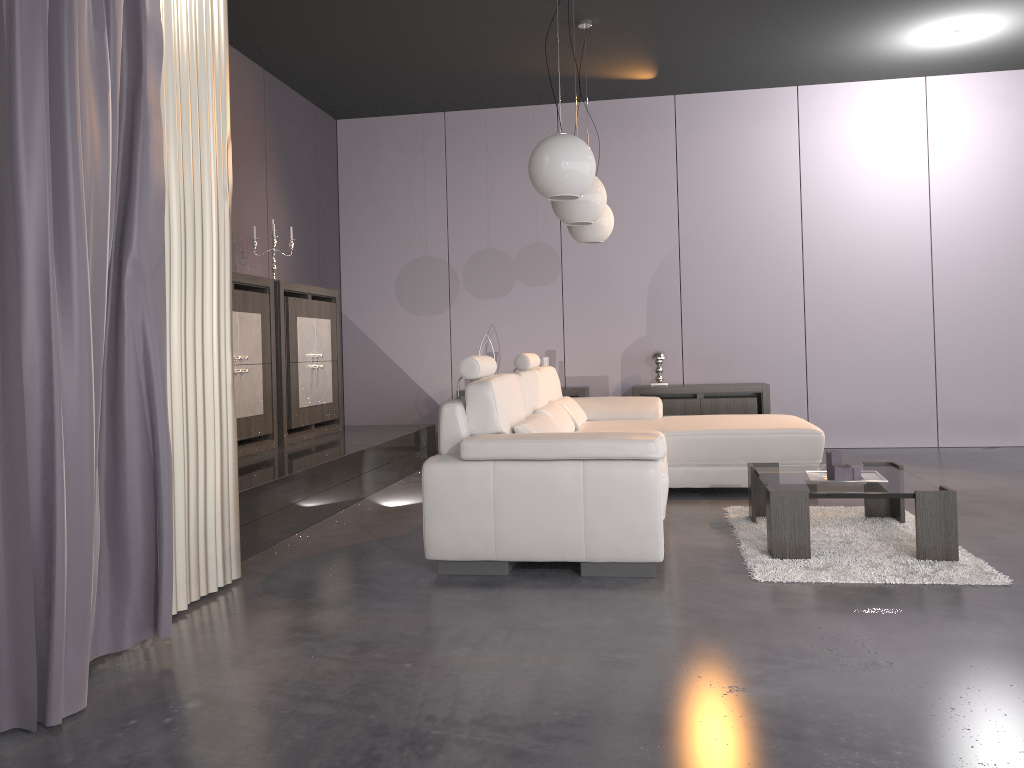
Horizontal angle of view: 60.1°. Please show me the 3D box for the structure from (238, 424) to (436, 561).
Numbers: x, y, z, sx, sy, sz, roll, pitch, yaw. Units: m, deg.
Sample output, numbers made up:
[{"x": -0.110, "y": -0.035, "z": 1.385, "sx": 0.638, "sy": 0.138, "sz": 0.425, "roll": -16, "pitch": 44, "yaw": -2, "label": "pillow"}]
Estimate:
[{"x": -1.823, "y": 0.666, "z": 2.921, "sx": 1.000, "sy": 0.300, "sz": 8.777, "roll": -1, "pitch": 2, "yaw": 9, "label": "structure"}]

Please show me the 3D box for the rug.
[{"x": 1.447, "y": 0.679, "z": 3.916, "sx": 0.916, "sy": 0.023, "sz": 1.527, "roll": -1, "pitch": 2, "yaw": 9, "label": "rug"}]

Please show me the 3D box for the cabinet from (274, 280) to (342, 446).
[{"x": -1.555, "y": -0.154, "z": 6.288, "sx": 0.411, "sy": 1.075, "sz": 1.072, "roll": -2, "pitch": 1, "yaw": 9, "label": "cabinet"}]

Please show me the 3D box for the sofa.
[{"x": 0.778, "y": 0.247, "z": 4.729, "sx": 1.868, "sy": 0.859, "sz": 2.863, "roll": -1, "pitch": 2, "yaw": 9, "label": "sofa"}]

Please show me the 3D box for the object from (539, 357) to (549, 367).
[{"x": 0.272, "y": -0.098, "z": 7.488, "sx": 0.089, "sy": 0.264, "sz": 0.089, "roll": -1, "pitch": 0, "yaw": -29, "label": "object"}]

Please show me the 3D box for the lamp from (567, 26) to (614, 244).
[{"x": 0.492, "y": -1.623, "z": 5.755, "sx": 0.306, "sy": 1.416, "sz": 0.307, "roll": -2, "pitch": -1, "yaw": 13, "label": "lamp"}]

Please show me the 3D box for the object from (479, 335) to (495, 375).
[{"x": -0.213, "y": -0.186, "z": 7.494, "sx": 0.123, "sy": 0.466, "sz": 0.108, "roll": -2, "pitch": -1, "yaw": 10, "label": "object"}]

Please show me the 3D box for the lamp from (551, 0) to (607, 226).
[{"x": 0.351, "y": -1.586, "z": 4.876, "sx": 0.306, "sy": 1.416, "sz": 0.307, "roll": -2, "pitch": -1, "yaw": 13, "label": "lamp"}]

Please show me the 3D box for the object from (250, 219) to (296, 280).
[{"x": -1.631, "y": -0.904, "z": 6.053, "sx": 0.229, "sy": 0.446, "sz": 0.229, "roll": -2, "pitch": 0, "yaw": 27, "label": "object"}]

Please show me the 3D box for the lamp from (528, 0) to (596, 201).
[{"x": 0.211, "y": -1.551, "z": 4.032, "sx": 0.307, "sy": 1.416, "sz": 0.306, "roll": -1, "pitch": -1, "yaw": -23, "label": "lamp"}]

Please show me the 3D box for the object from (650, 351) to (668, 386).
[{"x": 1.210, "y": -0.133, "z": 7.290, "sx": 0.140, "sy": 0.284, "sz": 0.140, "roll": -2, "pitch": 0, "yaw": 9, "label": "object"}]

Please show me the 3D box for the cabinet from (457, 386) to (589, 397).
[{"x": 0.103, "y": 0.317, "z": 7.441, "sx": 1.072, "sy": 0.555, "sz": 0.377, "roll": -1, "pitch": 0, "yaw": 9, "label": "cabinet"}]

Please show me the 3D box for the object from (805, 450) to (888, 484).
[{"x": 1.432, "y": 0.352, "z": 3.818, "sx": 0.304, "sy": 0.137, "sz": 0.304, "roll": -1, "pitch": 2, "yaw": 14, "label": "object"}]

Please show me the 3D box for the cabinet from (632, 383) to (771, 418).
[{"x": 1.530, "y": 0.286, "z": 7.206, "sx": 1.072, "sy": 0.555, "sz": 0.377, "roll": -1, "pitch": 0, "yaw": 9, "label": "cabinet"}]

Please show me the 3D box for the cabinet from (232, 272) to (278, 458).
[{"x": -1.745, "y": -0.106, "z": 5.139, "sx": 0.411, "sy": 1.075, "sz": 1.072, "roll": -2, "pitch": 1, "yaw": 9, "label": "cabinet"}]

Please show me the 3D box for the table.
[{"x": 1.454, "y": 0.540, "z": 3.930, "sx": 0.700, "sy": 0.271, "sz": 0.906, "roll": -1, "pitch": 2, "yaw": 9, "label": "table"}]

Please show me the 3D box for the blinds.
[{"x": -1.198, "y": -0.684, "z": 2.376, "sx": 0.248, "sy": 2.997, "sz": 3.290, "roll": -2, "pitch": 1, "yaw": 10, "label": "blinds"}]
